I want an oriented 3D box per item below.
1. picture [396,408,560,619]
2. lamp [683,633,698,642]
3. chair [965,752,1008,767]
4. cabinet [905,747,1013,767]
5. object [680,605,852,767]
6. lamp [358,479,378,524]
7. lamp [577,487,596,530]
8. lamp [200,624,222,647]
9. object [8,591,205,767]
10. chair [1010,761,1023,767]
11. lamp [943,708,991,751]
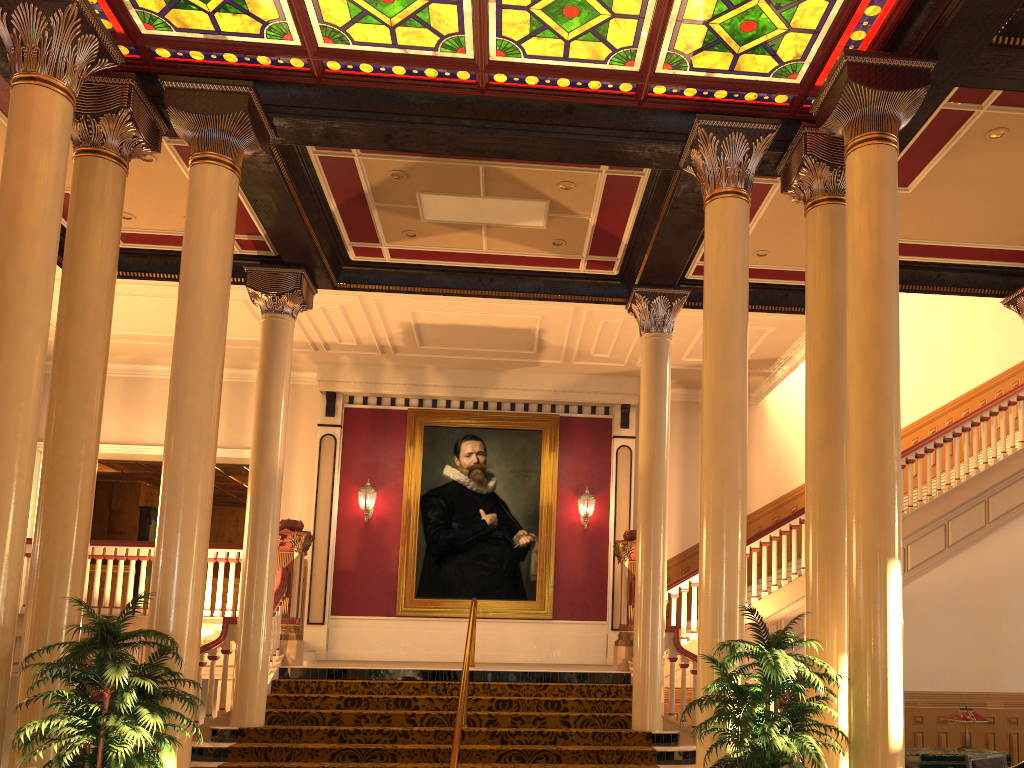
[{"bbox_3d":[-0.536,2.131,14.395,2.559,3.380,0.056,2,-7,-5],"label":"picture"},{"bbox_3d":[2.269,3.926,10.136,0.568,1.970,0.605,-1,-8,15],"label":"lamp"},{"bbox_3d":[4.565,3.829,7.821,0.715,0.900,0.631,8,-12,-32],"label":"chair"},{"bbox_3d":[4.255,4.107,8.683,1.260,0.849,0.561,2,-10,-4],"label":"cabinet"},{"bbox_3d":[1.660,2.508,5.663,1.091,2.106,1.047,10,-12,-43],"label":"object"},{"bbox_3d":[-2.346,1.908,14.103,0.319,0.714,0.402,2,-9,-2],"label":"lamp"},{"bbox_3d":[1.230,2.066,14.410,0.319,0.714,0.402,2,-9,-2],"label":"lamp"},{"bbox_3d":[-3.516,3.668,9.630,0.598,1.970,0.576,5,-8,-20],"label":"lamp"},{"bbox_3d":[-2.475,2.321,5.278,1.102,2.106,1.039,4,-9,-14],"label":"object"},{"bbox_3d":[3.979,3.372,6.626,0.727,1.075,0.776,-1,-11,12],"label":"chair"},{"bbox_3d":[4.617,3.506,8.828,0.322,0.411,0.324,3,-11,-6],"label":"lamp"}]
